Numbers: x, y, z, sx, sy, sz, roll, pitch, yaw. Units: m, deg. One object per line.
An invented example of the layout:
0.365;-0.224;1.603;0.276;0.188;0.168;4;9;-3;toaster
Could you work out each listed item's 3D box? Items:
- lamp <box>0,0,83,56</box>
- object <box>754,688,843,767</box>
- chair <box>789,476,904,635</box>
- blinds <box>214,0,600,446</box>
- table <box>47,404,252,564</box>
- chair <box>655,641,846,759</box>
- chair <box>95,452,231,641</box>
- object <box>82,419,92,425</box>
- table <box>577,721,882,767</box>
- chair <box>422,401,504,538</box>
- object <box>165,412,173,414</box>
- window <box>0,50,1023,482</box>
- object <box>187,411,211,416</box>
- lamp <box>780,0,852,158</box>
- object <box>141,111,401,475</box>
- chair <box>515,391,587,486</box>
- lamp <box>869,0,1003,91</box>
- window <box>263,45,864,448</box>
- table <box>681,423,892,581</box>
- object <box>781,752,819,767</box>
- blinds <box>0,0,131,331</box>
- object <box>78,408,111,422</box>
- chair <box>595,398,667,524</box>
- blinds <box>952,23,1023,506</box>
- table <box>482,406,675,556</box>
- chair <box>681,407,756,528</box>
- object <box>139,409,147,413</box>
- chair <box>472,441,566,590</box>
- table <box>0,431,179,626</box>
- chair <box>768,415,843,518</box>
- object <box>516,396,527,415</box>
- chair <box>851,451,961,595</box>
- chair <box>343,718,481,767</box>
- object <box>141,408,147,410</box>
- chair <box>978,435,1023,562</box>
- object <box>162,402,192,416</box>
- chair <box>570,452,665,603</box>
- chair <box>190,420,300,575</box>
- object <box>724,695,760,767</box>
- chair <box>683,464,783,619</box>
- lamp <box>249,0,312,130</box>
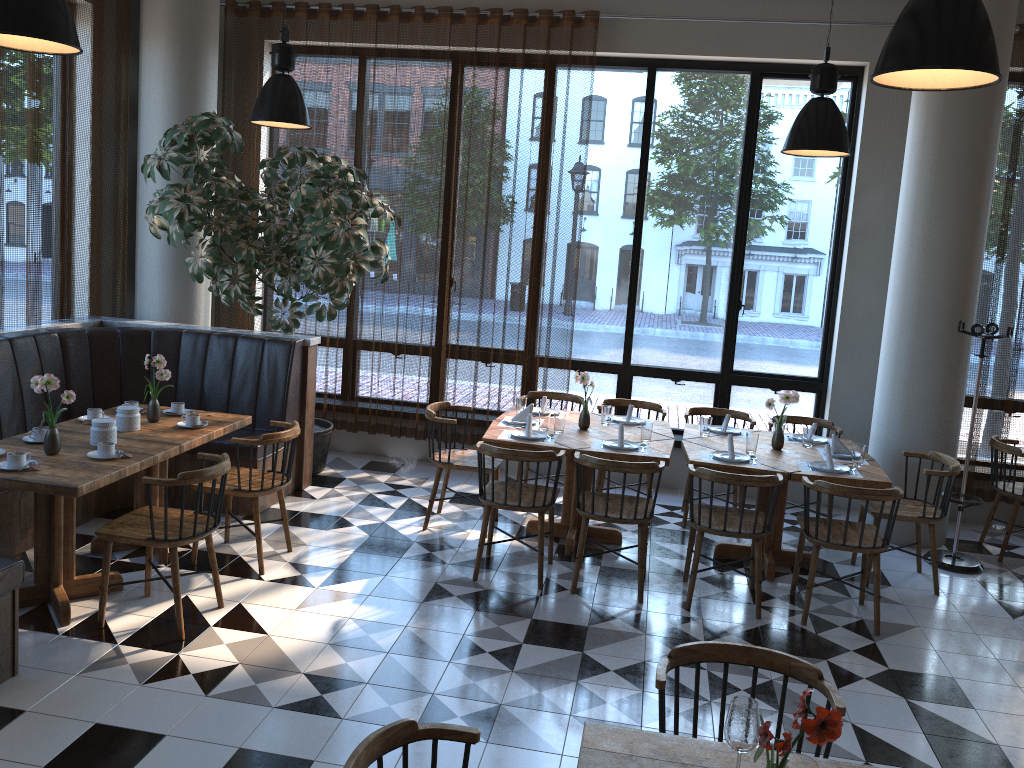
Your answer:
-1.787;-2.211;3.265;0.391;1.855;0.392;6;7;12;lamp
0.565;0.821;1.763;0.166;0.353;0.296;6;8;14;object
1.860;0.914;4.994;0.520;0.813;0.552;5;8;9;chair
-1.002;-1.325;7.470;3.200;3.563;0.156;5;7;10;blinds
-2.164;0.601;5.312;0.851;0.760;0.854;5;8;9;table
0.636;1.240;2.511;0.520;0.813;0.552;5;8;9;chair
-1.697;0.764;4.376;0.550;0.813;0.522;5;8;9;chair
-2.441;0.220;5.092;0.053;0.025;0.049;2;9;-13;object
0.510;1.362;1.886;0.851;0.760;0.854;5;8;9;table
-0.342;0.573;6.103;0.550;0.813;0.522;5;8;9;chair
-2.111;0.178;5.462;0.052;0.023;0.051;-1;10;-29;object
2.407;-0.793;6.120;15.122;3.149;4.520;2;9;-14;window
-1.952;0.183;5.524;0.155;0.023;0.034;4;9;0;object
1.812;-2.241;4.981;0.390;1.855;0.392;2;7;-13;lamp
-1.872;-0.636;6.746;1.754;2.766;1.488;-1;9;-32;object
0.284;0.506;6.772;0.520;0.813;0.552;5;8;9;chair
1.427;-1.896;2.744;0.390;1.855;0.392;4;7;-3;lamp
0.222;-1.183;7.527;4.968;3.150;0.366;6;7;9;window
1.687;0.799;5.773;1.215;0.760;1.221;6;9;13;table
0.633;0.904;1.972;0.080;0.131;0.080;10;10;39;object
-3.598;-0.999;4.404;0.155;3.562;5.572;5;9;9;blinds
-2.444;0.182;5.188;0.176;0.066;0.176;-2;11;-35;object
0.869;0.563;6.677;0.520;0.813;0.552;5;8;9;chair
6.915;-0.547;6.181;7.269;3.563;0.160;6;7;9;blinds
0.447;0.677;5.974;1.215;0.760;1.221;6;9;13;table
1.508;0.626;6.573;0.520;0.813;0.552;5;8;9;chair
-2.280;0.165;5.469;0.052;0.023;0.050;10;11;32;object
0.035;0.735;5.290;0.520;0.813;0.552;5;8;9;chair
-2.308;0.730;4.476;0.851;0.760;0.854;5;8;9;table
2.110;0.685;6.476;0.520;0.813;0.552;5;8;9;chair
0.062;0.159;6.201;0.080;0.131;0.080;3;8;-6;object
2.498;0.851;5.642;0.550;0.813;0.522;5;8;9;chair
-0.137;1.270;1.998;0.550;0.813;0.522;5;8;9;chair
-2.290;0.162;5.502;0.052;0.023;0.050;10;11;32;object
3.660;0.824;6.302;0.550;0.813;0.522;5;8;9;chair
-2.084;0.153;5.522;0.175;0.066;0.177;4;9;-1;object
0.601;0.790;5.199;0.520;0.813;0.552;5;8;9;chair
-1.552;0.634;5.218;0.550;0.813;0.522;5;8;9;chair
0.531;0.840;2.058;0.081;0.214;0.082;0;8;-27;object
1.241;0.853;5.095;0.520;0.813;0.552;5;8;9;chair
-1.401;-2.556;5.502;0.391;1.855;0.392;7;8;21;lamp
